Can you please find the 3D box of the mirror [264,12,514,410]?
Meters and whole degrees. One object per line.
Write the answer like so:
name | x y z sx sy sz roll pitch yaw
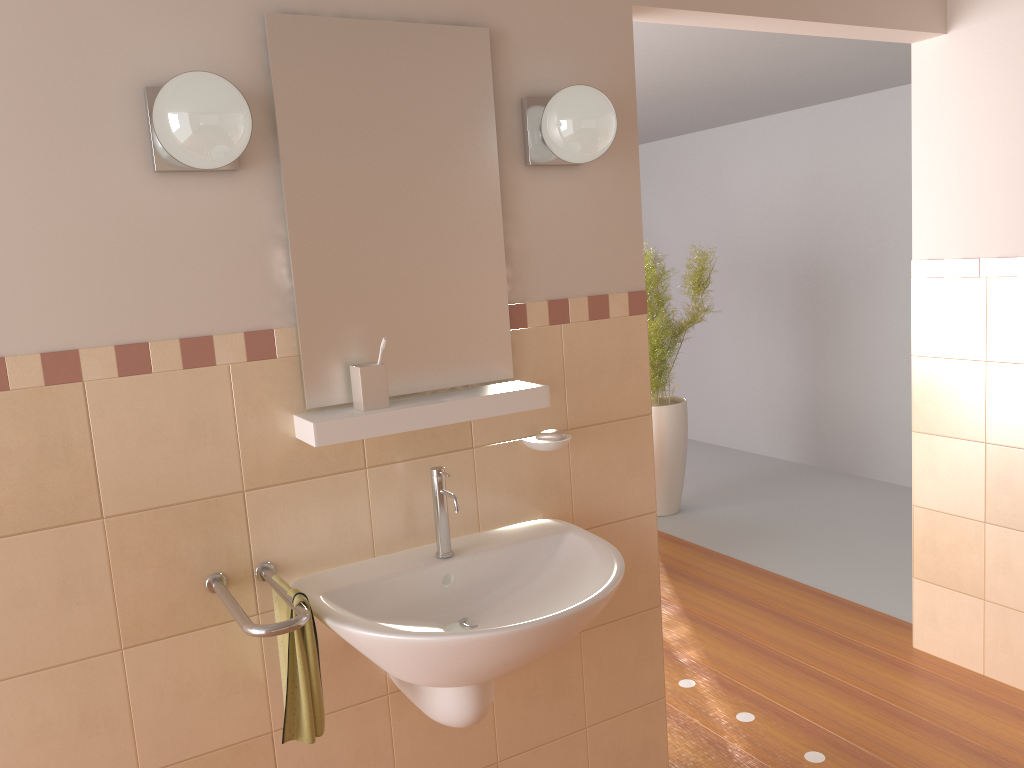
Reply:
mirror | -0.243 -0.373 1.929 0.502 0.799 0.008 -9 10 -29

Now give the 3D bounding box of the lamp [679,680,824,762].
lamp | -0.340 1.320 1.612 3.173 0.001 2.893 -9 10 -29

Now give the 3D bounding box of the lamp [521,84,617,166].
lamp | 0.143 -0.590 2.028 0.173 0.173 0.209 -9 10 -29

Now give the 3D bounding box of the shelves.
shelves | -0.187 0.058 1.948 0.554 0.050 0.138 -9 10 -29

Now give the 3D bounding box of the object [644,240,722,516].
object | 0.892 -0.050 4.949 0.683 1.557 1.335 -4 8 3

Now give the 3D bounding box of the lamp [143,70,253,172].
lamp | -0.571 -0.480 1.629 0.173 0.173 0.209 -9 10 -29

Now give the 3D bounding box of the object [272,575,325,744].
object | -0.421 0.536 1.744 0.085 0.306 0.181 -6 9 -13

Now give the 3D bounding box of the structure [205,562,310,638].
structure | -0.482 0.417 1.702 0.142 0.042 0.333 -9 10 -29

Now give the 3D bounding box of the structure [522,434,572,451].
structure | 0.095 0.146 2.145 0.117 0.029 0.092 -9 10 -29

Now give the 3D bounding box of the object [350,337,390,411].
object | -0.299 -0.022 1.867 0.063 0.149 0.073 -9 10 -29

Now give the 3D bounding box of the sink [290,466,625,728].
sink | -0.061 0.454 1.832 0.683 0.516 0.539 -9 10 -29

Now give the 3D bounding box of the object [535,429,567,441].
object | 0.094 0.124 2.143 0.075 0.023 0.050 0 9 25
